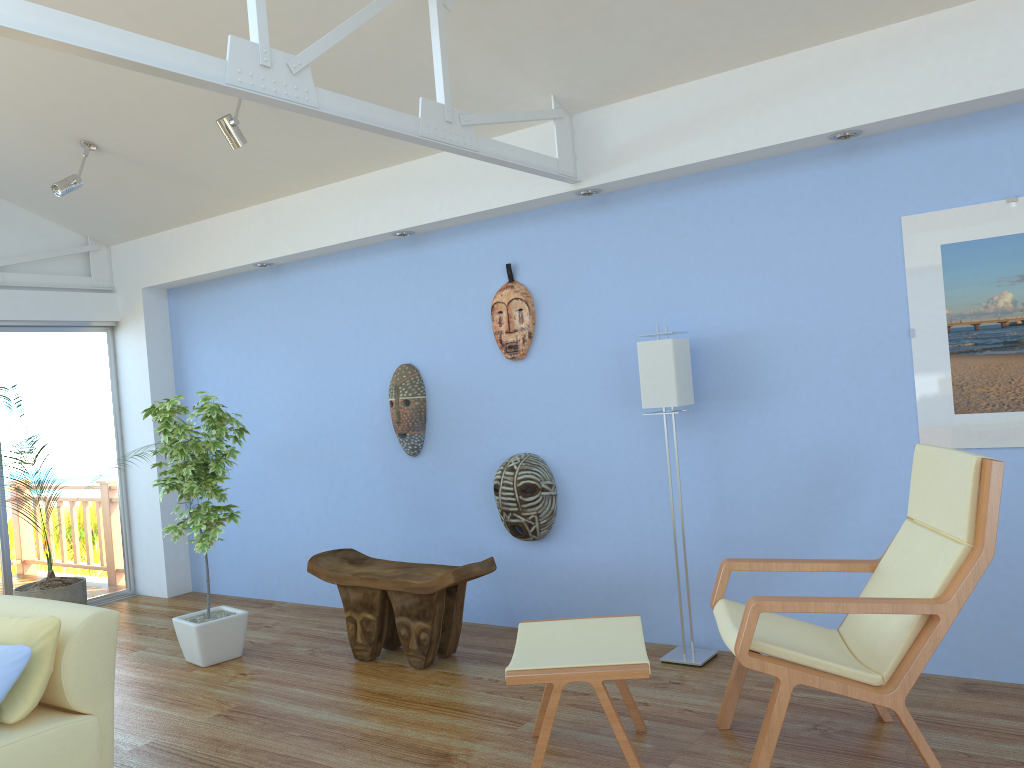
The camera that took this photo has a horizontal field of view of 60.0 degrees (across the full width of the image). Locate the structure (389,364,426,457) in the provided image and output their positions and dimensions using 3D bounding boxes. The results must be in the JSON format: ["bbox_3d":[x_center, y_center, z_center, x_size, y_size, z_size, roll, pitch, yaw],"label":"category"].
[{"bbox_3d":[-0.621,0.154,5.086,0.254,0.541,0.115,-5,0,35],"label":"structure"}]

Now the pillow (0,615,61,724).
[{"bbox_3d":[-1.764,0.950,3.034,0.559,0.311,0.201,-5,0,35],"label":"pillow"}]

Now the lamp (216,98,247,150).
[{"bbox_3d":[-1.322,-1.299,4.244,0.195,0.351,0.127,-5,0,-37],"label":"lamp"}]

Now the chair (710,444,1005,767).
[{"bbox_3d":[1.111,0.731,2.925,0.859,0.982,0.632,-5,0,5],"label":"chair"}]

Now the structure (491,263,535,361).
[{"bbox_3d":[-0.007,-0.377,4.654,0.264,0.508,0.063,-5,0,35],"label":"structure"}]

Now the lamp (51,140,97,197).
[{"bbox_3d":[-2.483,-1.215,5.031,0.254,0.327,0.118,-5,0,-37],"label":"lamp"}]

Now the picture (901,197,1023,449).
[{"bbox_3d":[2.179,-0.252,3.152,1.419,0.937,0.005,-5,0,35],"label":"picture"}]

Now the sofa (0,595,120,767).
[{"bbox_3d":[-2.394,1.158,2.374,0.950,0.597,2.448,-5,0,35],"label":"sofa"}]

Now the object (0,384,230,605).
[{"bbox_3d":[-2.635,0.683,5.194,1.563,1.695,1.706,-5,0,27],"label":"object"}]

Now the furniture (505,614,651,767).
[{"bbox_3d":[0.242,1.081,3.008,0.449,0.427,0.619,-5,0,5],"label":"furniture"}]

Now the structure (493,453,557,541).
[{"bbox_3d":[0.036,0.601,4.608,0.359,0.466,0.185,-5,0,35],"label":"structure"}]

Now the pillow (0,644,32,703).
[{"bbox_3d":[-1.842,0.994,2.939,0.566,0.244,0.272,-5,0,38],"label":"pillow"}]

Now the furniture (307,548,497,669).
[{"bbox_3d":[-0.553,1.106,4.405,1.100,0.507,0.329,-5,0,36],"label":"furniture"}]

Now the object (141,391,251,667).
[{"bbox_3d":[-1.599,0.741,4.631,0.495,1.409,0.699,-5,0,-12],"label":"object"}]

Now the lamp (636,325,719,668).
[{"bbox_3d":[0.742,0.489,4.019,0.200,1.520,0.200,-5,0,35],"label":"lamp"}]
